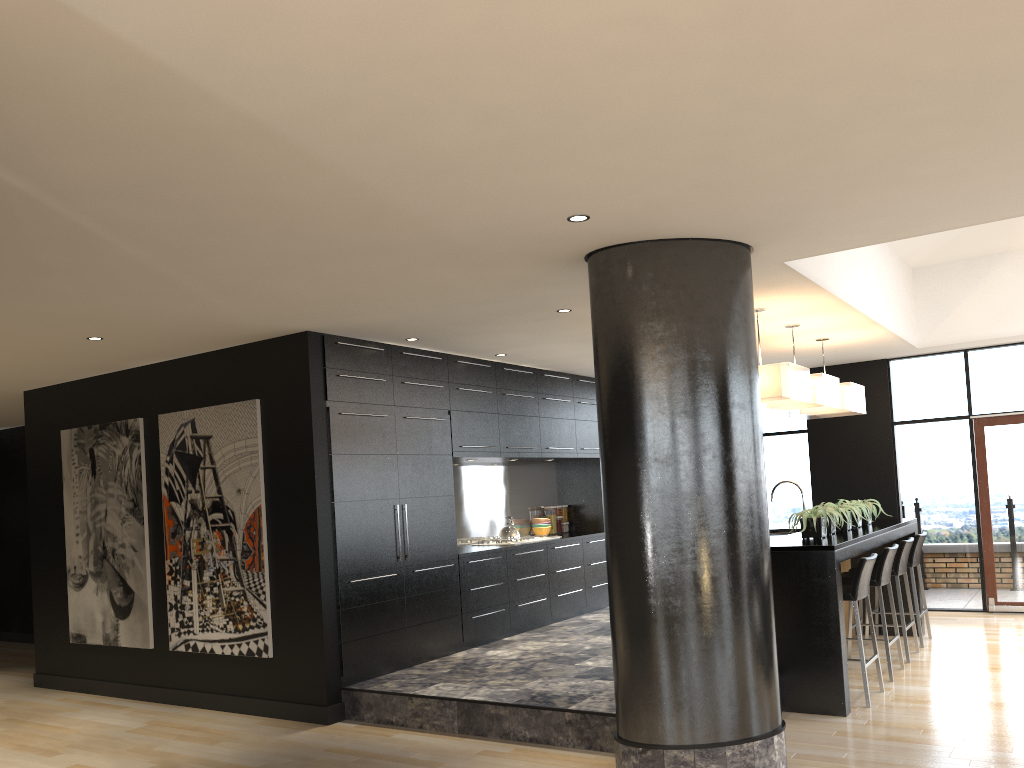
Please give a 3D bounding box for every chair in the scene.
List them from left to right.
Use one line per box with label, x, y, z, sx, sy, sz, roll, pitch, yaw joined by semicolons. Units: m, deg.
chair;2.228;1.650;6.009;0.521;0.959;0.476;-5;-3;33
chair;2.660;1.706;6.667;0.521;0.959;0.476;-5;-3;33
chair;3.044;1.756;7.252;0.521;0.959;0.476;-5;-3;33
chair;3.414;1.804;7.815;0.521;0.959;0.476;-5;-3;33

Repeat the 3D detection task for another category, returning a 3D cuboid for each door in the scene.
door;5.195;1.290;8.842;0.901;1.984;0.095;-5;-2;33

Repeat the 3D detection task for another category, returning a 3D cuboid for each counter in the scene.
counter;0.035;1.591;8.808;0.734;0.033;2.868;-8;-8;33
counter;2.383;1.208;7.152;1.185;0.031;3.122;-8;-8;33

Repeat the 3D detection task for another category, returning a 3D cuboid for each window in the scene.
window;4.128;-0.910;1.796;10.152;4.757;15.960;-6;-7;20

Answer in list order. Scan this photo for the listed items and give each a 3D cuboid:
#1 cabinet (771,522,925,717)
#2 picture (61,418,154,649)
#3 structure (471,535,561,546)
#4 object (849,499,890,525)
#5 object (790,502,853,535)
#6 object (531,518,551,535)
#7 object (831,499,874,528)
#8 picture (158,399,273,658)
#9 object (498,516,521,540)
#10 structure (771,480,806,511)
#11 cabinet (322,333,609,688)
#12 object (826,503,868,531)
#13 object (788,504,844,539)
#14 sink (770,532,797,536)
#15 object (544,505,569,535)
cabinet;2.415;1.740;7.137;1.185;1.031;3.122;-6;-7;33
picture;-3.433;1.277;7.494;1.160;1.864;0.077;-5;-3;33
structure;0.050;1.566;8.797;0.522;0.066;0.902;-8;-8;33
object;2.989;1.108;7.640;0.397;0.216;0.409;0;-7;-32
object;2.359;1.007;6.620;0.397;0.238;0.409;0;-7;-32
object;0.323;1.560;9.627;0.186;0.204;0.205;-6;-5;34
object;2.824;1.063;7.286;0.406;0.238;0.400;0;-7;-32
picture;-2.261;1.111;6.723;1.160;1.864;0.077;-5;-3;33
object;-0.031;1.392;8.549;0.222;0.229;0.221;-5;-5;26
structure;2.142;1.315;7.311;0.658;1.012;2.783;-5;-7;32
cabinet;0.029;1.135;8.808;0.731;2.510;5.741;-5;-6;33
object;2.619;1.046;6.969;0.406;0.216;0.400;0;-7;-32
object;2.113;0.981;6.291;0.406;0.238;0.400;0;-7;-32
sink;2.165;1.328;7.245;0.463;0.159;0.924;-8;-8;33
object;0.505;1.531;9.955;0.114;0.314;0.366;-5;-5;33
